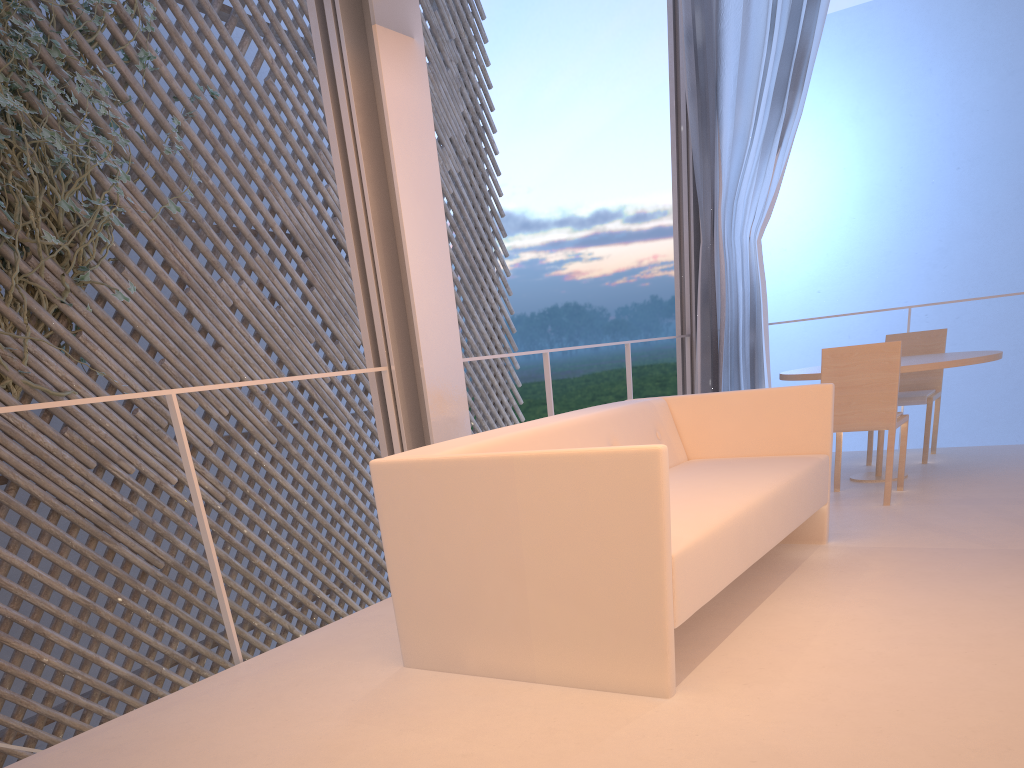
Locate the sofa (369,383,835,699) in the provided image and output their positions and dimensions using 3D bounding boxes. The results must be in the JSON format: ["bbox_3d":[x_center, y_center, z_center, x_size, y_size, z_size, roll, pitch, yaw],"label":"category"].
[{"bbox_3d":[0.257,0.248,1.615,0.496,0.403,0.913,0,8,34],"label":"sofa"}]

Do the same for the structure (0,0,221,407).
[{"bbox_3d":[-1.498,-1.070,2.628,0.737,2.975,2.141,3,16,25],"label":"structure"}]

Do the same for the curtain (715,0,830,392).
[{"bbox_3d":[0.935,-0.997,2.774,0.509,2.642,0.087,4,22,25],"label":"curtain"}]

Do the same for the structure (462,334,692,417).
[{"bbox_3d":[0.278,0.169,2.681,0.027,0.608,1.577,8,12,34],"label":"structure"}]

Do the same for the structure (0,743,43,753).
[{"bbox_3d":[-1.324,1.120,1.842,1.177,2.144,1.788,2,15,26],"label":"structure"}]

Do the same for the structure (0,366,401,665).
[{"bbox_3d":[-0.691,0.324,1.275,0.027,0.608,1.578,8,12,34],"label":"structure"}]

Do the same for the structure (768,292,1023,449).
[{"bbox_3d":[1.914,0.577,3.812,1.349,1.956,1.322,3,17,32],"label":"structure"}]
